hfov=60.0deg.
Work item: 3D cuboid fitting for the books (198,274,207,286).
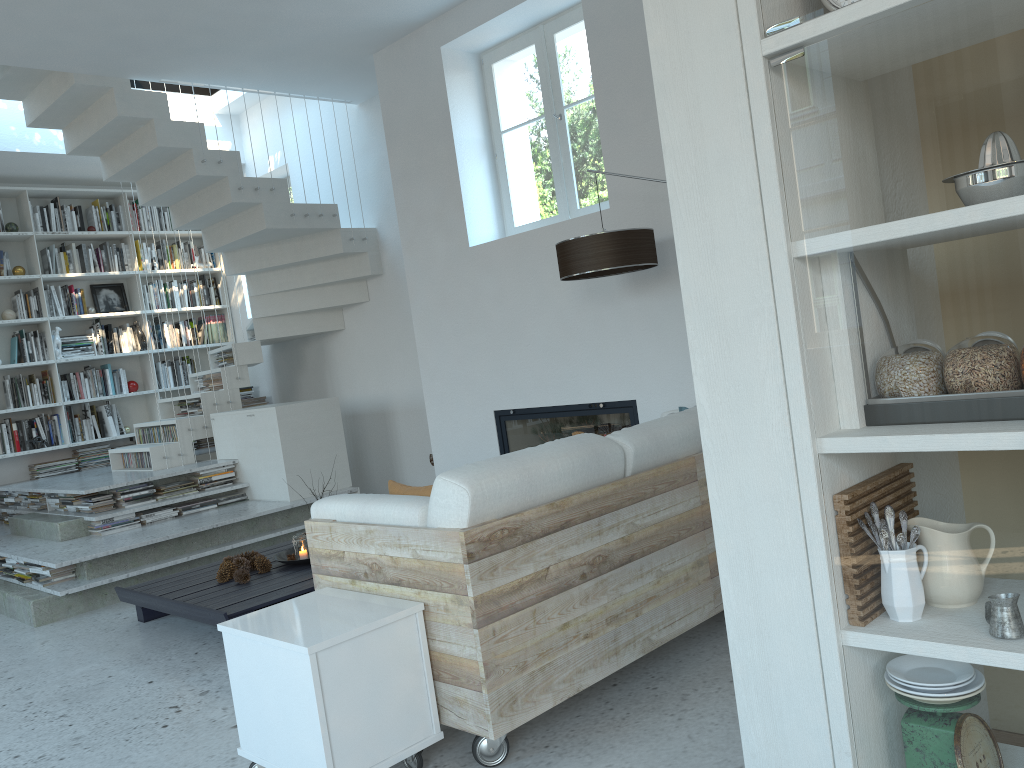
[{"bbox_3d":[-3.068,-0.916,8.828,0.013,0.330,0.140,-11,4,-44],"label":"books"}]

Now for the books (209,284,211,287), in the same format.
[{"bbox_3d":[-3.026,-0.873,8.880,0.024,0.230,0.131,-11,4,-44],"label":"books"}]

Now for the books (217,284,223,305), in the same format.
[{"bbox_3d":[-2.963,-0.877,8.902,0.021,0.219,0.184,-11,4,-44],"label":"books"}]

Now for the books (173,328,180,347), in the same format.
[{"bbox_3d":[-3.262,-0.434,8.558,0.023,0.189,0.169,-11,4,-44],"label":"books"}]

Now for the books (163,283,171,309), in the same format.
[{"bbox_3d":[-3.340,-0.830,8.528,0.013,0.260,0.158,-11,4,-44],"label":"books"}]

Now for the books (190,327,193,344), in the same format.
[{"bbox_3d":[-3.172,-0.461,8.689,0.014,0.207,0.138,-11,4,-44],"label":"books"}]

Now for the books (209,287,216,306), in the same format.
[{"bbox_3d":[-3.017,-0.855,8.837,0.029,0.195,0.192,-11,4,-44],"label":"books"}]

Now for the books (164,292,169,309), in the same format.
[{"bbox_3d":[-3.357,-0.787,8.526,0.027,0.179,0.157,-11,4,-44],"label":"books"}]

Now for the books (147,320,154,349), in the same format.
[{"bbox_3d":[-3.453,-0.453,8.401,0.010,0.293,0.164,-11,4,-44],"label":"books"}]

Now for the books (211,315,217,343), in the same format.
[{"bbox_3d":[-3.006,-0.534,8.826,0.018,0.293,0.169,-11,4,-44],"label":"books"}]

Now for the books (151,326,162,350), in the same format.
[{"bbox_3d":[-3.414,-0.432,8.450,0.066,0.237,0.144,-11,4,-44],"label":"books"}]

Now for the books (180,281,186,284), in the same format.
[{"bbox_3d":[-3.203,-0.863,8.700,0.010,0.274,0.130,-11,4,-44],"label":"books"}]

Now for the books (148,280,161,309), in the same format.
[{"bbox_3d":[-3.403,-0.831,8.446,0.014,0.286,0.185,-11,4,-44],"label":"books"}]

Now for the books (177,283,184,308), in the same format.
[{"bbox_3d":[-3.250,-0.844,8.639,0.012,0.254,0.161,-11,4,-44],"label":"books"}]

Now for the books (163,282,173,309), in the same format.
[{"bbox_3d":[-3.333,-0.837,8.547,0.025,0.271,0.152,-11,4,-44],"label":"books"}]

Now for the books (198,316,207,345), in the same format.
[{"bbox_3d":[-3.062,-0.521,8.770,0.072,0.292,0.169,-11,4,-44],"label":"books"}]

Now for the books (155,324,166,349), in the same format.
[{"bbox_3d":[-3.365,-0.443,8.461,0.022,0.243,0.171,-11,4,-44],"label":"books"}]

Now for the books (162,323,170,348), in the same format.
[{"bbox_3d":[-3.338,-0.449,8.485,0.026,0.246,0.181,-11,4,-44],"label":"books"}]

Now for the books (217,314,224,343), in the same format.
[{"bbox_3d":[-2.951,-0.543,8.873,0.018,0.293,0.169,-11,4,-44],"label":"books"}]

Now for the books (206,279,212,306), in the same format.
[{"bbox_3d":[-3.050,-0.895,8.832,0.013,0.283,0.149,-11,4,-44],"label":"books"}]

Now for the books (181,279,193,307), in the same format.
[{"bbox_3d":[-3.190,-0.874,8.708,0.024,0.292,0.132,-11,4,-44],"label":"books"}]

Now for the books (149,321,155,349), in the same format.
[{"bbox_3d":[-3.444,-0.448,8.422,0.010,0.279,0.147,-11,4,-44],"label":"books"}]

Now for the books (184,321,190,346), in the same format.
[{"bbox_3d":[-3.198,-0.479,8.657,0.012,0.254,0.161,-11,4,-44],"label":"books"}]

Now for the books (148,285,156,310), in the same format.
[{"bbox_3d":[-3.441,-0.805,8.409,0.023,0.248,0.182,-11,4,-44],"label":"books"}]

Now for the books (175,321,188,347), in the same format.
[{"bbox_3d":[-3.224,-0.477,8.621,0.029,0.259,0.171,-11,4,-44],"label":"books"}]

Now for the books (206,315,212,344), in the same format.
[{"bbox_3d":[-3.036,-0.528,8.797,0.033,0.294,0.169,-11,4,-44],"label":"books"}]

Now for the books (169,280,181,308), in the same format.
[{"bbox_3d":[-3.277,-0.853,8.593,0.030,0.284,0.166,-11,4,-44],"label":"books"}]

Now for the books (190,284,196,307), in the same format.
[{"bbox_3d":[-3.168,-0.851,8.728,0.028,0.237,0.146,-11,4,-44],"label":"books"}]

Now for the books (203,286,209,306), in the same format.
[{"bbox_3d":[-3.073,-0.853,8.783,0.025,0.211,0.188,-11,4,-44],"label":"books"}]

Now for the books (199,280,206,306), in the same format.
[{"bbox_3d":[-3.097,-0.878,8.764,0.028,0.268,0.173,-11,4,-44],"label":"books"}]

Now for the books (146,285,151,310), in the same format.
[{"bbox_3d":[-3.478,-0.800,8.412,0.026,0.250,0.161,-11,4,-44],"label":"books"}]

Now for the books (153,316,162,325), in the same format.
[{"bbox_3d":[-3.371,-0.482,8.484,0.012,0.322,0.141,-11,4,-44],"label":"books"}]

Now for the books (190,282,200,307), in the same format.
[{"bbox_3d":[-3.143,-0.862,8.739,0.025,0.253,0.160,-11,4,-44],"label":"books"}]

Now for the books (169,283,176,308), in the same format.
[{"bbox_3d":[-3.308,-0.835,8.558,0.024,0.259,0.156,-11,4,-44],"label":"books"}]

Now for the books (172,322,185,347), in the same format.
[{"bbox_3d":[-3.233,-0.469,8.596,0.022,0.247,0.181,-11,4,-44],"label":"books"}]

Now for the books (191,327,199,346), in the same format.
[{"bbox_3d":[-3.128,-0.453,8.675,0.024,0.181,0.191,-11,4,-44],"label":"books"}]

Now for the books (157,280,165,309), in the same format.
[{"bbox_3d":[-3.389,-0.840,8.496,0.022,0.297,0.162,-11,4,-44],"label":"books"}]

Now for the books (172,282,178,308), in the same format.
[{"bbox_3d":[-3.291,-0.840,8.572,0.022,0.263,0.172,-11,4,-44],"label":"books"}]

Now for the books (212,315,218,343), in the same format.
[{"bbox_3d":[-2.993,-0.536,8.839,0.018,0.293,0.169,-11,4,-44],"label":"books"}]

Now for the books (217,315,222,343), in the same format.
[{"bbox_3d":[-2.967,-0.541,8.864,0.018,0.293,0.169,-11,4,-44],"label":"books"}]

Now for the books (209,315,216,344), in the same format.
[{"bbox_3d":[-3.009,-0.532,8.804,0.018,0.293,0.169,-11,4,-44],"label":"books"}]

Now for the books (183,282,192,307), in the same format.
[{"bbox_3d":[-3.197,-0.855,8.672,0.023,0.258,0.184,-11,4,-44],"label":"books"}]

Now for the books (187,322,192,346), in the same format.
[{"bbox_3d":[-3.187,-0.479,8.673,0.025,0.249,0.134,-11,4,-44],"label":"books"}]

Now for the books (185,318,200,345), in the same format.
[{"bbox_3d":[-3.137,-0.502,8.709,0.026,0.278,0.170,-11,4,-44],"label":"books"}]

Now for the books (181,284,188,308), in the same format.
[{"bbox_3d":[-3.216,-0.845,8.644,0.045,0.245,0.177,-11,4,-44],"label":"books"}]

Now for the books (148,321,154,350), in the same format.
[{"bbox_3d":[-3.453,-0.444,8.379,0.025,0.277,0.160,-11,4,-44],"label":"books"}]

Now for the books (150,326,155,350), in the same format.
[{"bbox_3d":[-3.442,-0.427,8.410,0.010,0.239,0.147,-11,4,-44],"label":"books"}]

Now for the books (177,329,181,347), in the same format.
[{"bbox_3d":[-3.258,-0.433,8.592,0.030,0.184,0.137,-11,4,-44],"label":"books"}]

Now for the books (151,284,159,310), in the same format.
[{"bbox_3d":[-3.424,-0.813,8.442,0.026,0.256,0.173,-11,4,-44],"label":"books"}]

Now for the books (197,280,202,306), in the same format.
[{"bbox_3d":[-3.114,-0.879,8.751,0.013,0.277,0.188,-11,4,-44],"label":"books"}]

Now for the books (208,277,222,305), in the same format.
[{"bbox_3d":[-2.989,-0.910,8.877,0.041,0.292,0.186,-11,4,-44],"label":"books"}]

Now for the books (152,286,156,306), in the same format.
[{"bbox_3d":[-3.441,-0.801,8.434,0.011,0.239,0.173,-11,4,-44],"label":"books"}]

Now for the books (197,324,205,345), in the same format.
[{"bbox_3d":[-3.084,-0.477,8.743,0.088,0.217,0.167,-11,4,-44],"label":"books"}]

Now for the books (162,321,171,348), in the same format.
[{"bbox_3d":[-3.331,-0.461,8.510,0.022,0.265,0.157,-11,4,-44],"label":"books"}]

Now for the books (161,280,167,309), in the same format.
[{"bbox_3d":[-3.369,-0.841,8.500,0.012,0.293,0.165,-11,4,-44],"label":"books"}]

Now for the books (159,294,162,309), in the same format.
[{"bbox_3d":[-3.404,-0.784,8.485,0.028,0.191,0.136,-11,4,-44],"label":"books"}]

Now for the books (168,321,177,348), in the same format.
[{"bbox_3d":[-3.295,-0.464,8.529,0.056,0.261,0.176,-11,4,-44],"label":"books"}]

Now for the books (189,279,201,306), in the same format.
[{"bbox_3d":[-3.126,-0.880,8.745,0.012,0.283,0.151,-11,4,-44],"label":"books"}]

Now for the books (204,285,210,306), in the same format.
[{"bbox_3d":[-3.062,-0.860,8.807,0.025,0.220,0.177,-11,4,-44],"label":"books"}]

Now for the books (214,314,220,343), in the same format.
[{"bbox_3d":[-2.977,-0.539,8.849,0.018,0.293,0.169,-11,4,-44],"label":"books"}]
